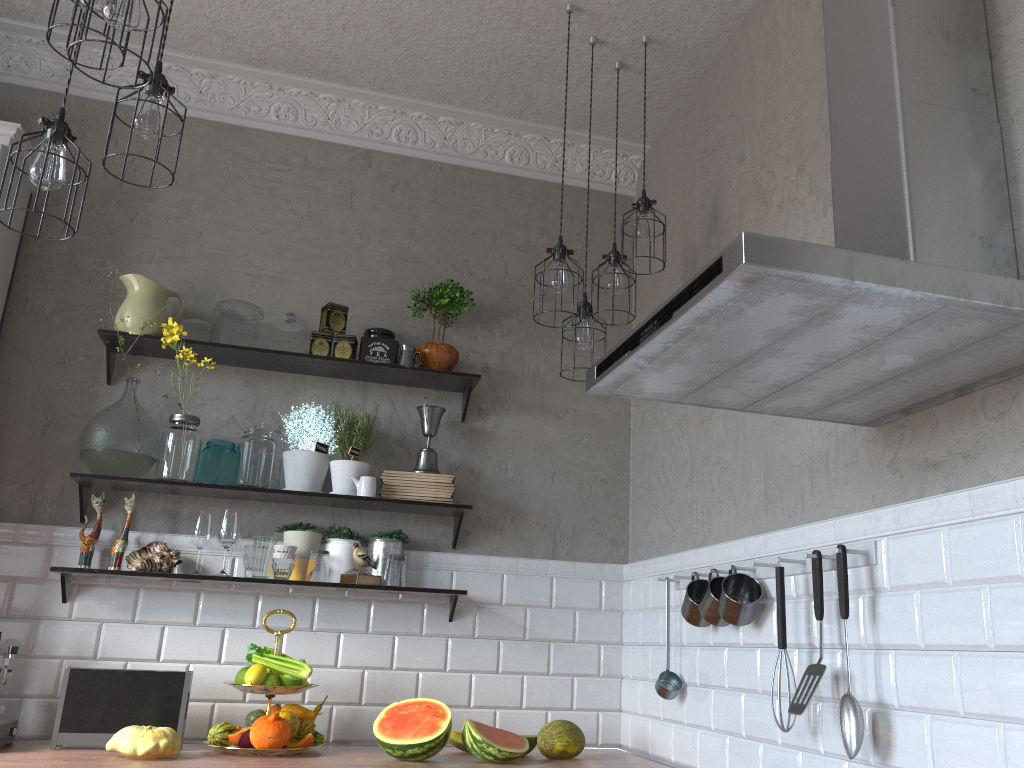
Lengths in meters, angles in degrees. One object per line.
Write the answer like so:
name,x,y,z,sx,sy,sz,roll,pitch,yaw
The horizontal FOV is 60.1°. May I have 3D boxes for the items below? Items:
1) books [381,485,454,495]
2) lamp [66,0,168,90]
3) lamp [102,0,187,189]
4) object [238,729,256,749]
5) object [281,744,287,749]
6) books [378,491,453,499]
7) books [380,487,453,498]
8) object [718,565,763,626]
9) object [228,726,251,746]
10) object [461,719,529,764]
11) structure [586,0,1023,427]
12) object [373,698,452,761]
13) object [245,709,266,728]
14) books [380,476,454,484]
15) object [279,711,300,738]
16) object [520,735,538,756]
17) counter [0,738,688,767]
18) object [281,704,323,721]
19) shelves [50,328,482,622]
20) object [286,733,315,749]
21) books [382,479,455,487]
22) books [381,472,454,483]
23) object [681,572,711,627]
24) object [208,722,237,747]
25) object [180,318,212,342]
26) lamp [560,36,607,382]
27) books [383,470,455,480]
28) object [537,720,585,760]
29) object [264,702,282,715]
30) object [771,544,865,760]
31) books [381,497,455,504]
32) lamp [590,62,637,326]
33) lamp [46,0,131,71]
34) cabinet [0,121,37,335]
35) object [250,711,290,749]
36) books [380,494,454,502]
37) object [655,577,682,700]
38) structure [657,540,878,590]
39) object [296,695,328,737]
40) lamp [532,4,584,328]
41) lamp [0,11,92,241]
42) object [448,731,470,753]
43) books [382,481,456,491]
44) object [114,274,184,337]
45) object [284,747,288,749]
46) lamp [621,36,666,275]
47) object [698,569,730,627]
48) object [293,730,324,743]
books,-0.346,0.397,3.244,0.263,0.011,0.156,5,-17,-8
lamp,-0.710,-1.428,1.917,0.144,1.736,0.149,-7,-20,31
lamp,-0.775,-1.295,2.195,0.149,1.736,0.144,11,-19,-26
object,-0.811,1.081,2.697,0.071,0.076,0.225,13,-19,-30
object,-0.714,1.083,2.671,0.071,0.065,0.069,1,-17,7
books,-0.347,0.417,3.238,0.261,0.016,0.157,3,-17,-2
books,-0.347,0.407,3.241,0.262,0.016,0.157,4,-17,-5
object,0.615,0.570,2.391,0.108,0.162,0.137,2,-17,3
object,-0.822,1.066,2.681,0.084,0.057,0.089,-3,-17,17
object,-0.040,1.084,2.688,0.228,0.127,0.146,13,-19,-30
structure,0.628,-0.795,1.887,0.720,1.596,0.704,7,-17,-13
object,-0.301,1.045,2.676,0.234,0.174,0.218,0,-17,7
object,-0.782,1.062,2.789,0.078,0.076,0.155,-1,-17,12
books,-0.345,0.366,3.254,0.261,0.016,0.157,3,-17,-2
object,-0.692,1.036,2.693,0.088,0.078,0.088,-1,-17,12
object,0.014,1.168,2.866,0.118,0.073,0.204,-11,-21,37
counter,-0.701,0.733,1.332,3.194,0.039,3.354,6,-17,-13
object,-0.663,1.034,2.780,0.129,0.056,0.059,9,-18,-21
shelves,-0.803,0.361,3.114,1.330,0.924,0.226,7,-17,-14
object,-0.644,1.084,2.685,0.088,0.051,0.069,-8,-20,32
books,-0.345,0.376,3.251,0.263,0.011,0.156,5,-17,-8
books,-0.344,0.355,3.257,0.262,0.016,0.157,4,-17,-5
object,0.563,0.639,2.629,0.108,0.162,0.136,3,-17,-2
object,-0.869,1.068,2.706,0.076,0.072,0.153,-2,-17,15
object,-1.136,-0.168,3.171,0.104,0.111,0.102,7,-17,-14
lamp,0.271,-0.857,3.075,0.150,1.736,0.143,18,-22,-40
books,-0.343,0.345,3.260,0.263,0.011,0.156,5,-17,-8
object,0.159,1.148,2.861,0.129,0.119,0.208,-10,-21,37
object,-0.750,1.053,2.794,0.086,0.093,0.086,8,-17,-17
object,0.673,0.597,2.006,0.082,0.443,0.325,7,-17,-12
books,-0.348,0.439,3.232,0.263,0.011,0.156,6,-17,-11
lamp,0.391,-1.055,3.280,0.144,1.736,0.149,-6,-19,27
lamp,-0.834,-1.522,2.077,0.149,1.736,0.144,11,-19,-26
cabinet,-2.115,0.076,2.663,0.888,1.922,0.383,7,-17,-14
object,-0.713,1.022,2.611,0.109,0.111,0.115,-12,-22,41
books,-0.348,0.428,3.235,0.263,0.011,0.156,5,-17,-8
object,0.502,0.812,2.840,0.078,0.379,0.082,7,-17,-13
structure,0.638,0.511,2.440,0.095,0.053,1.074,6,-17,-12
object,-0.635,1.041,2.778,0.061,0.120,0.126,0,-17,10
lamp,0.183,-1.025,2.955,0.145,1.736,0.148,-2,-18,17
lamp,-0.954,-1.162,2.109,0.143,1.736,0.149,-12,-22,41
object,-0.125,1.183,2.924,0.200,0.067,0.102,5,-17,-8
books,-0.346,0.386,3.248,0.263,0.011,0.156,6,-17,-11
object,-1.275,-0.253,3.093,0.191,0.216,0.173,3,-17,0
object,-0.708,1.123,2.719,0.066,0.014,0.065,-8,-20,32
lamp,0.478,-1.218,3.170,0.150,1.736,0.143,18,-22,-40
object,0.594,0.605,2.510,0.109,0.162,0.135,6,-17,-11
object,-0.689,1.105,2.796,0.214,0.044,0.054,-5,-18,22
